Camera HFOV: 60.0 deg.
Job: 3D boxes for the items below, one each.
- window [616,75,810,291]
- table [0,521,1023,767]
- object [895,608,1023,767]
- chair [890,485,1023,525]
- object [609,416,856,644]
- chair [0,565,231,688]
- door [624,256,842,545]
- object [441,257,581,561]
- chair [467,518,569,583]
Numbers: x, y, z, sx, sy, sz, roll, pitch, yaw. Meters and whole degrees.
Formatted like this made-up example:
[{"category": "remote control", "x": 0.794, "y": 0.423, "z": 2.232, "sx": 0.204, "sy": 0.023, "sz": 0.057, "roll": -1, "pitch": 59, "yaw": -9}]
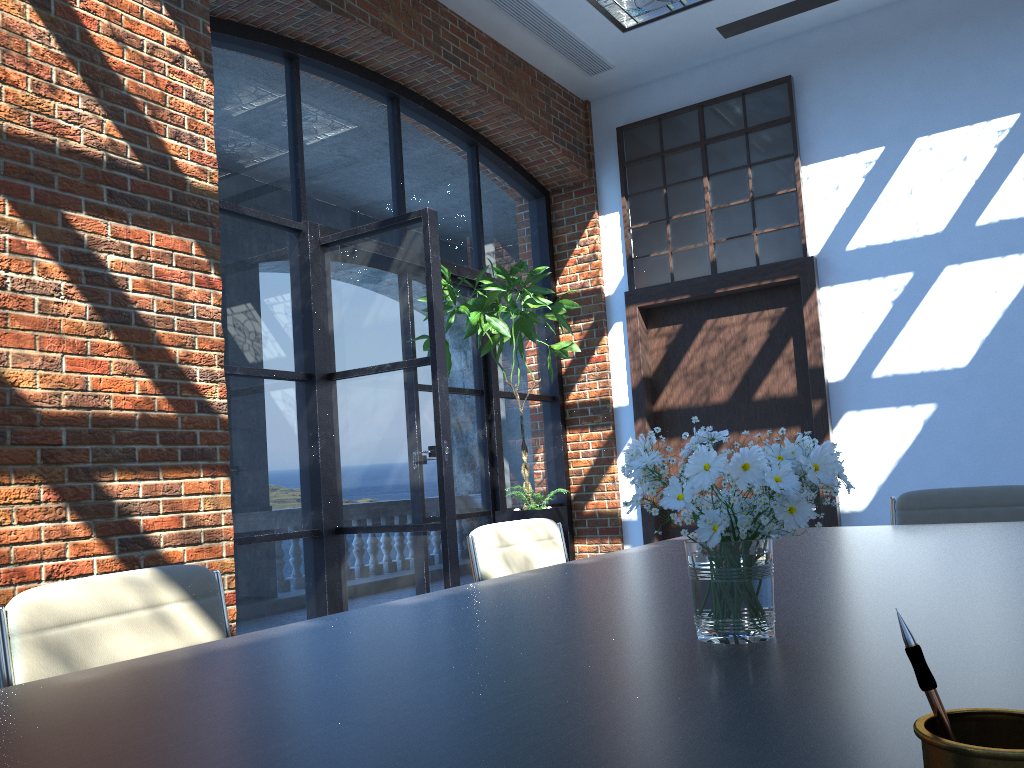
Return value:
[{"category": "window", "x": 1.408, "y": -1.393, "z": 6.388, "sx": 1.331, "sy": 1.288, "sz": 0.059, "roll": -7, "pitch": -5, "yaw": 33}, {"category": "table", "x": 0.339, "y": 0.747, "z": 1.121, "sx": 1.813, "sy": 0.807, "sz": 4.510, "roll": -8, "pitch": -7, "yaw": 32}, {"category": "object", "x": 0.280, "y": 0.203, "z": 0.506, "sx": 0.091, "sy": 0.142, "sz": 0.091, "roll": -5, "pitch": -5, "yaw": 10}, {"category": "chair", "x": 1.555, "y": 0.821, "z": 2.991, "sx": 0.561, "sy": 0.920, "sz": 0.707, "roll": -7, "pitch": -6, "yaw": 33}, {"category": "object", "x": 0.319, "y": 0.201, "z": 1.251, "sx": 0.330, "sy": 0.308, "sz": 0.336, "roll": -9, "pitch": -7, "yaw": 43}, {"category": "chair", "x": -0.450, "y": 0.795, "z": 1.582, "sx": 0.707, "sy": 0.920, "sz": 0.561, "roll": -6, "pitch": -5, "yaw": 21}, {"category": "door", "x": 1.565, "y": 0.436, "z": 6.299, "sx": 1.403, "sy": 2.427, "sz": 0.200, "roll": -7, "pitch": -5, "yaw": 33}, {"category": "object", "x": 0.071, "y": 0.430, "z": 5.596, "sx": 0.947, "sy": 2.483, "sz": 1.325, "roll": -7, "pitch": -6, "yaw": 33}, {"category": "chair", "x": 0.295, "y": 0.875, "z": 2.730, "sx": 0.708, "sy": 0.920, "sz": 0.560, "roll": -7, "pitch": -6, "yaw": 33}]
